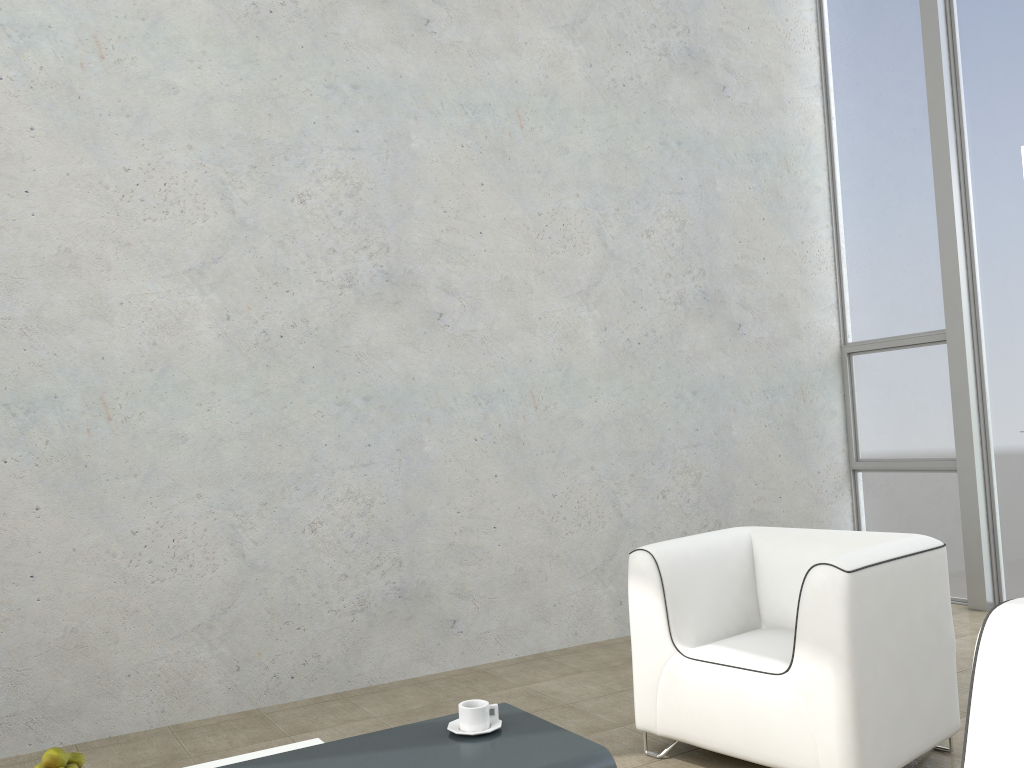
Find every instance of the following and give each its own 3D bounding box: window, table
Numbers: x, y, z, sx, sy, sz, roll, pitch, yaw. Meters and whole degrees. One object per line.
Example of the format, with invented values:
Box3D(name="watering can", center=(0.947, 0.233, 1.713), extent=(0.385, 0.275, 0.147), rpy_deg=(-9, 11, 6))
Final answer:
Box3D(name="window", center=(2.843, -1.594, 4.893), extent=(0.010, 5.650, 0.741), rpy_deg=(-1, -4, -31))
Box3D(name="table", center=(-0.503, 1.033, 1.802), extent=(1.420, 0.390, 0.532), rpy_deg=(-1, -4, -31))
Box3D(name="window", center=(2.360, -1.520, 5.665), extent=(0.050, 5.700, 0.800), rpy_deg=(-1, -4, -31))
Box3D(name="table", center=(-0.710, 1.106, 1.904), extent=(0.901, 0.276, 0.929), rpy_deg=(-1, -4, -31))

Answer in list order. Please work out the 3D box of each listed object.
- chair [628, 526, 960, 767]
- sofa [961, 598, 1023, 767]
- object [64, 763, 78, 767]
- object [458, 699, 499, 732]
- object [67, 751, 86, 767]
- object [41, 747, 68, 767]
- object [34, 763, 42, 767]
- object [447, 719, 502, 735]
Box3D(name="chair", center=(0.928, 0.836, 2.965), extent=(0.720, 0.635, 0.829), rpy_deg=(0, -5, -41))
Box3D(name="sofa", center=(0.276, 0.730, 0.856), extent=(2.601, 0.638, 0.971), rpy_deg=(-1, -4, -31))
Box3D(name="object", center=(-1.016, 0.891, 2.035), extent=(0.040, 0.038, 0.040), rpy_deg=(-5, -4, 30))
Box3D(name="object", center=(-0.084, 0.806, 2.153), extent=(0.090, 0.057, 0.075), rpy_deg=(-4, -4, 17))
Box3D(name="object", center=(-1.023, 0.881, 2.074), extent=(0.047, 0.045, 0.047), rpy_deg=(-1, -4, -30))
Box3D(name="object", center=(-1.040, 0.854, 2.017), extent=(0.055, 0.056, 0.055), rpy_deg=(-1, -4, -31))
Box3D(name="object", center=(-1.072, 0.893, 2.031), extent=(0.050, 0.054, 0.055), rpy_deg=(-5, -4, 28))
Box3D(name="object", center=(-0.090, 0.833, 2.154), extent=(0.136, 0.014, 0.130), rpy_deg=(-2, -4, -16))
